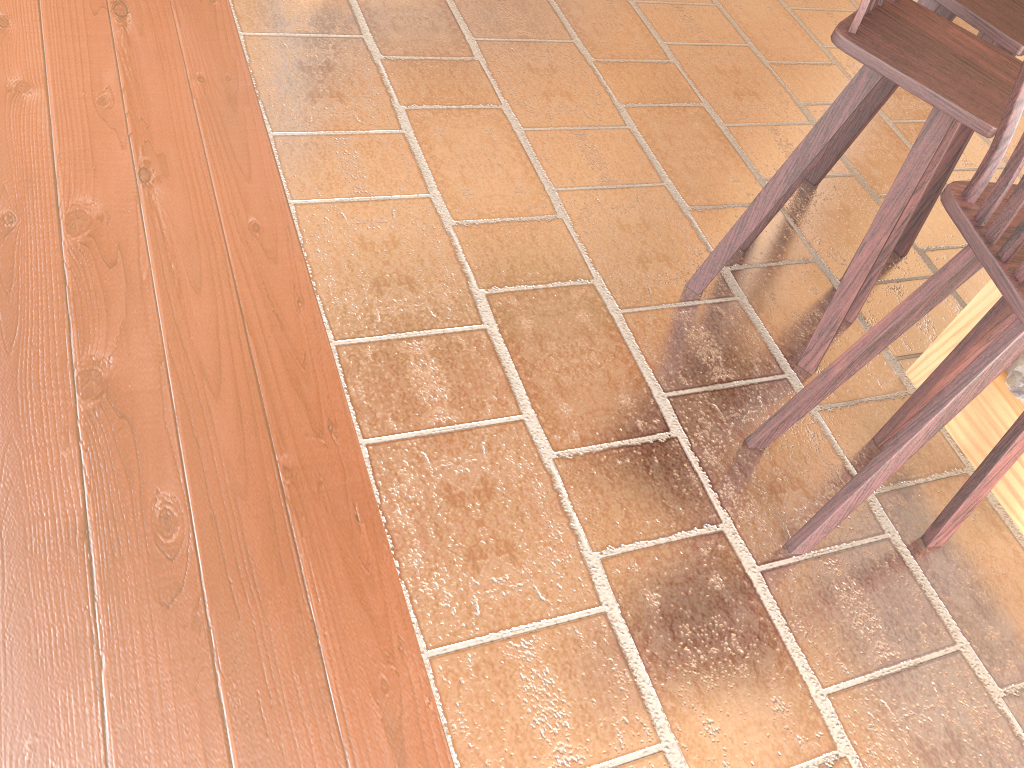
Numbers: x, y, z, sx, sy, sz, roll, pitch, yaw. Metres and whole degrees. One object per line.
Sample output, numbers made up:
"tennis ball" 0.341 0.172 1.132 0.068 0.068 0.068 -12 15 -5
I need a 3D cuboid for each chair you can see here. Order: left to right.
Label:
"chair" 0.923 -0.664 2.204 0.504 1.319 0.406 38 51 14
"chair" 1.218 -0.950 2.524 0.406 1.319 0.504 -28 64 -33
"chair" 0.983 -0.123 1.787 0.504 1.319 0.406 1 52 -17

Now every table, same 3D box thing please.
"table" 2.152 0.514 1.677 1.196 1.257 3.220 -8 55 -23
